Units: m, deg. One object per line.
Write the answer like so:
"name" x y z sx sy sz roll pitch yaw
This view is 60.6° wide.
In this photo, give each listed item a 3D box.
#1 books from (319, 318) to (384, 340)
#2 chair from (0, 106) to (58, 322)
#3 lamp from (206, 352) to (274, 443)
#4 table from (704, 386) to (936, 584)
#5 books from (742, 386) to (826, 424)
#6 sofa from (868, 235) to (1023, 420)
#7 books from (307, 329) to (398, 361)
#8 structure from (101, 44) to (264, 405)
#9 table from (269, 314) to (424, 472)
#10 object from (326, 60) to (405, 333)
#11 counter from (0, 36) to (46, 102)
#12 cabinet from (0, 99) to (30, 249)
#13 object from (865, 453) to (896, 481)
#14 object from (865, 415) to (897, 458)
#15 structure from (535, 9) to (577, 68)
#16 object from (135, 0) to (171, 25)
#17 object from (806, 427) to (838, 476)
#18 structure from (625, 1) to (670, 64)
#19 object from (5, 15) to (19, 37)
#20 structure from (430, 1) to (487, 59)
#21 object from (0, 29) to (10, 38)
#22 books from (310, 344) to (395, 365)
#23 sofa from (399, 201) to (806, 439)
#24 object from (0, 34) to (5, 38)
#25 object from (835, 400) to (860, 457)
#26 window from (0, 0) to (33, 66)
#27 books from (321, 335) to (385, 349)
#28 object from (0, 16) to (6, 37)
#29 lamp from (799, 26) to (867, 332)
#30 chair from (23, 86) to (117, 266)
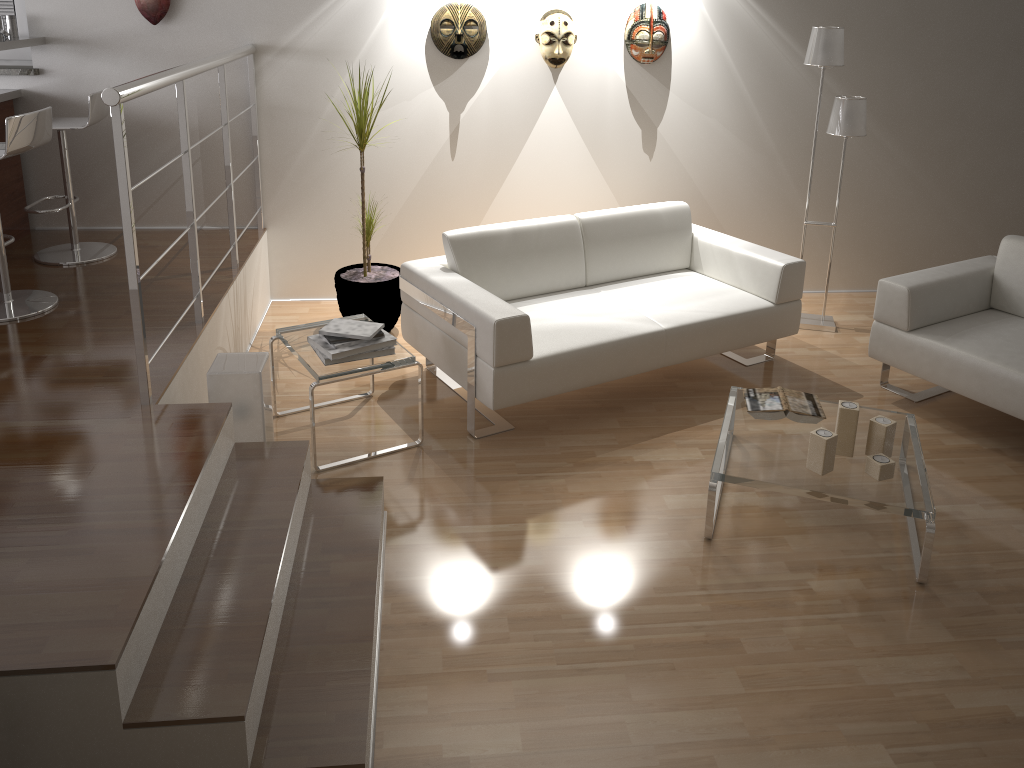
"books" -0.642 -0.221 3.511 0.217 0.014 0.159 7 25 12
"chair" -2.148 -0.719 3.659 0.425 0.809 0.407 1 18 -2
"lamp" -1.002 0.139 3.270 0.199 0.459 0.201 -1 18 -6
"table" 1.121 0.322 3.230 0.704 0.238 0.831 9 24 17
"books" 1.056 0.078 3.417 0.292 0.053 0.214 5 24 8
"sofa" 2.512 -0.056 3.575 0.917 0.705 1.852 -11 26 -28
"books" -0.643 -0.176 3.524 0.292 0.026 0.235 -16 29 -34
"structure" -1.332 -0.897 3.860 0.057 0.999 2.443 0 23 -6
"table" -0.700 0.011 3.665 0.470 0.382 0.572 -11 25 -29
"object" -0.787 -0.955 4.585 0.441 1.407 0.524 3 18 6
"counter" -2.835 -1.328 3.855 0.838 0.304 2.211 -1 24 -6
"cabinet" -2.907 -0.788 3.887 0.633 0.714 1.943 -1 23 -6
"object" 1.246 0.275 2.963 0.067 0.071 0.070 -6 22 -20
"object" 1.298 0.185 3.080 0.068 0.144 0.069 -12 22 -34
"structure" 0.256 -1.939 4.928 0.243 0.314 0.136 -1 18 -5
"object" -1.912 -2.287 4.595 0.154 0.753 0.155 14 21 36
"object" 1.056 0.224 2.981 0.068 0.144 0.069 -12 22 -34
"structure" 0.781 -2.004 5.003 0.265 0.338 0.079 -1 17 -6
"object" -2.629 -1.879 4.600 0.053 0.106 0.055 -6 20 -21
"structure" -0.296 -1.969 4.883 0.317 0.302 0.072 -1 17 -6
"object" -2.643 -1.825 4.554 0.052 0.043 0.052 18 27 37
"books" -0.643 -0.151 3.532 0.290 0.026 0.236 -11 26 -25
"sofa" 0.453 -0.404 4.256 1.804 0.706 0.941 -13 25 -29
"object" -2.662 -1.806 4.543 0.050 0.018 0.053 0 23 -4
"object" 1.181 0.152 3.095 0.067 0.188 0.070 7 18 18
"window" -3.016 -2.345 4.676 0.843 1.210 0.148 -1 17 -6
"books" -0.642 -0.195 3.519 0.220 0.014 0.157 -16 29 -34
"object" -2.686 -1.874 4.588 0.053 0.104 0.055 -6 20 -21
"lamp" 1.724 -1.108 4.822 0.366 1.595 0.217 5 17 13
"chair" -2.232 -1.059 4.419 0.426 0.809 0.405 -2 18 -10
